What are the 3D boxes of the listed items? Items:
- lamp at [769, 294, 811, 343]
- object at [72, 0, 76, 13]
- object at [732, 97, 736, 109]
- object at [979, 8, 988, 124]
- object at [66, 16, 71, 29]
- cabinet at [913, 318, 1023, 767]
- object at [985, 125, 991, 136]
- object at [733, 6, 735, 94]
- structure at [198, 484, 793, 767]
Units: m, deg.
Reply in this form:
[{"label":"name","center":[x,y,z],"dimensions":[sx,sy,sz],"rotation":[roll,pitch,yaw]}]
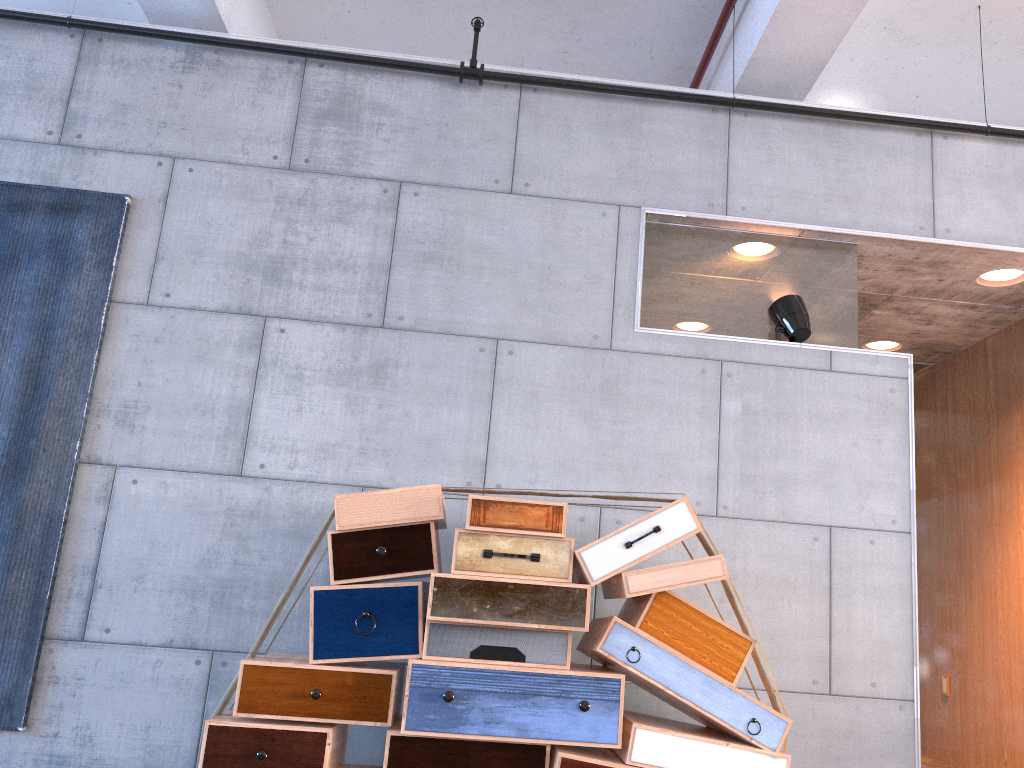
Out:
[{"label":"lamp","center":[1.288,-0.284,4.106],"dimensions":[0.174,0.257,0.209],"rotation":[10,-15,-20]},{"label":"object","center":[7.621,1.687,5.108],"dimensions":[0.075,0.063,0.063],"rotation":[15,-17,-36]},{"label":"object","center":[7.571,1.651,5.135],"dimensions":[0.050,0.053,0.064],"rotation":[-7,-18,39]},{"label":"object","center":[7.512,1.583,5.129],"dimensions":[0.049,0.059,0.060],"rotation":[-4,-16,31]},{"label":"object","center":[7.618,1.624,5.157],"dimensions":[0.060,0.052,0.054],"rotation":[-9,-19,44]},{"label":"cabinet","center":[6.818,1.429,5.834],"dimensions":[8.128,2.552,2.382],"rotation":[5,-14,-4]},{"label":"object","center":[7.642,1.586,5.094],"dimensions":[0.053,0.051,0.062],"rotation":[7,-14,-10]},{"label":"object","center":[7.562,1.611,5.169],"dimensions":[0.050,0.052,0.065],"rotation":[-9,-19,44]},{"label":"structure","center":[-0.022,1.015,3.059],"dimensions":[1.918,1.310,0.639],"rotation":[5,-13,-3]}]
